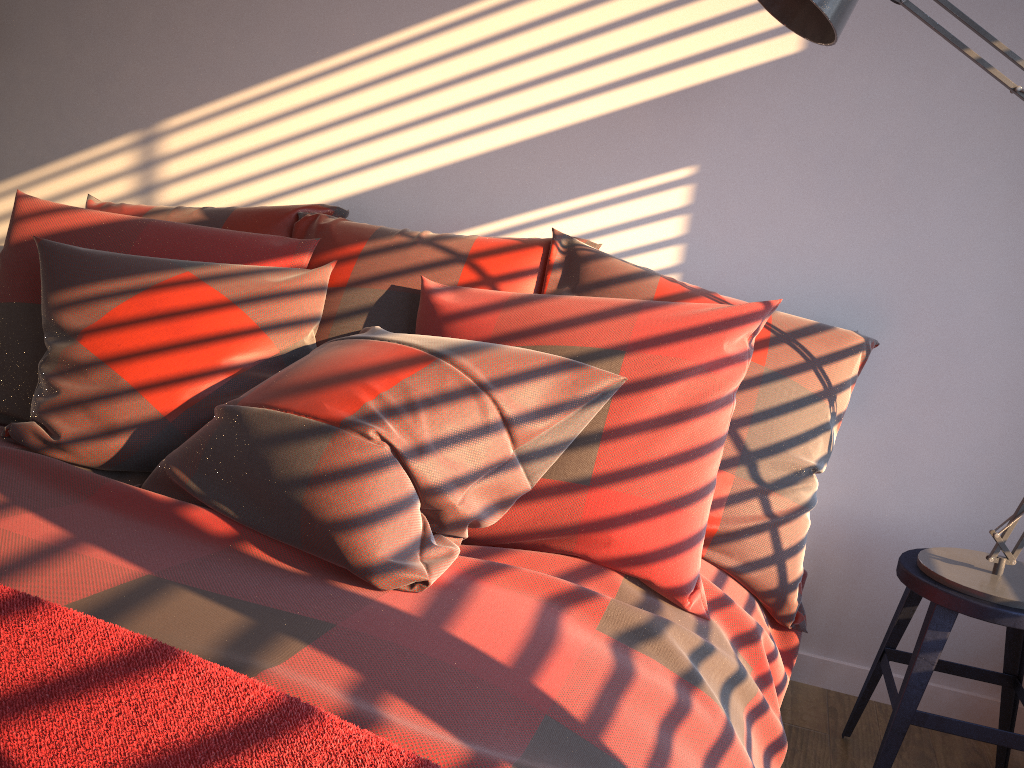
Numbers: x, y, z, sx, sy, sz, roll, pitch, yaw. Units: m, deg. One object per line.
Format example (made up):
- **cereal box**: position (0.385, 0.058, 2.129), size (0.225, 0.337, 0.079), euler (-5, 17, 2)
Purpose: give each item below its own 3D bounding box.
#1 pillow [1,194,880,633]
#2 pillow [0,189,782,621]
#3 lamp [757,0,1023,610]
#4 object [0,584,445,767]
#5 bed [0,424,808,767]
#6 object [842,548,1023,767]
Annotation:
- **pillow**: position (-0.356, 0.003, 1.814), size (2.137, 0.742, 1.135), euler (10, 11, 15)
- **pillow**: position (-0.417, -0.042, 1.861), size (1.809, 0.558, 0.523), euler (10, 12, 17)
- **lamp**: position (0.740, -0.213, 1.601), size (0.787, 1.140, 0.276), euler (9, 13, 8)
- **object**: position (-0.828, 0.504, 0.711), size (2.637, 0.668, 0.677), euler (10, 12, 17)
- **bed**: position (-0.587, 0.359, 1.308), size (2.031, 0.778, 2.295), euler (10, 11, 16)
- **object**: position (0.889, 0.609, 1.750), size (0.337, 0.486, 0.339), euler (10, 12, 14)
